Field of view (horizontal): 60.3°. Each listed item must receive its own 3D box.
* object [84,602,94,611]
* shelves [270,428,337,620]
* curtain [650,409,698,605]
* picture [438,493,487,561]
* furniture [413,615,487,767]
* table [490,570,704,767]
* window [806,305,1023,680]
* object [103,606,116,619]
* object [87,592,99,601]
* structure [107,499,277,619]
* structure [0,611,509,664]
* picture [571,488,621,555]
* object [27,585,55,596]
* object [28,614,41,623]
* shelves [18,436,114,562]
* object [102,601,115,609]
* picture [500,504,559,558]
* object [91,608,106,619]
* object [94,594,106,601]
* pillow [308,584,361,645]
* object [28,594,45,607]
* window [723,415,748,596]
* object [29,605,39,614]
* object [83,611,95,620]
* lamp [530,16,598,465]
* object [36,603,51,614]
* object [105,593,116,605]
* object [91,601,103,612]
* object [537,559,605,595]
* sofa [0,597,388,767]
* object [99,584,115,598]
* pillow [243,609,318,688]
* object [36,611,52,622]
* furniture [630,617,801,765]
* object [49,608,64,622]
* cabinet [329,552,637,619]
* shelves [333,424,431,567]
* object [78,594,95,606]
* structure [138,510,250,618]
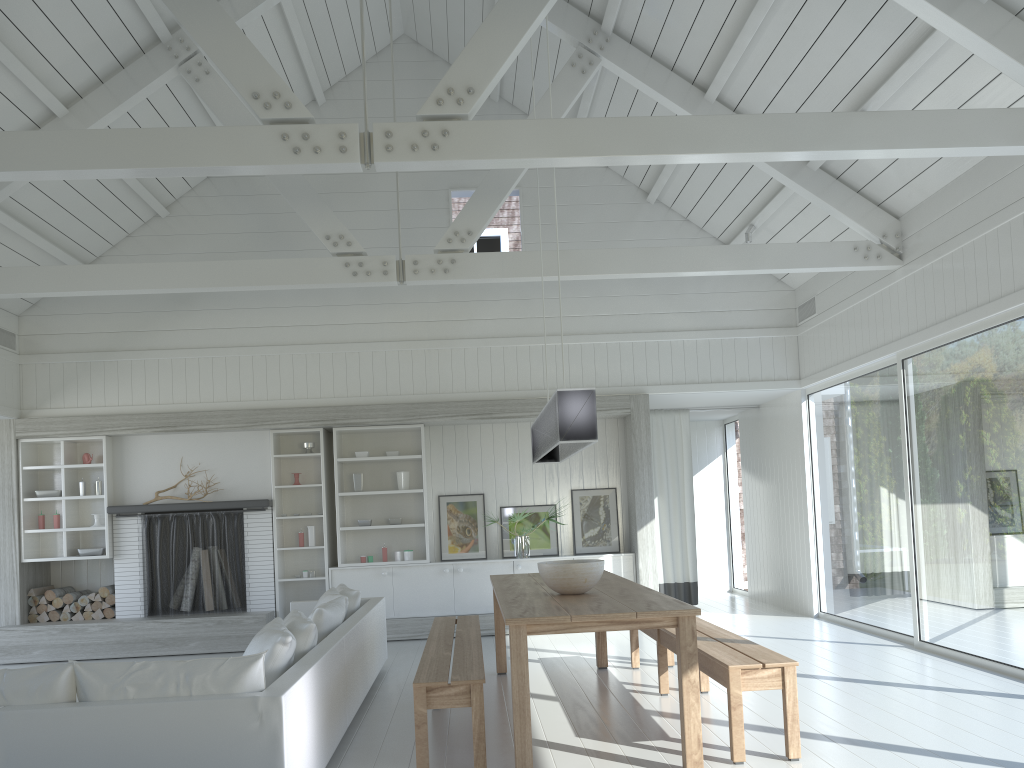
[{"bbox_3d":[-4.322,2.303,9.183,0.080,0.079,0.482,-2,-8,-5],"label":"object"},{"bbox_3d":[-2.198,1.503,9.373,0.540,1.991,0.608,-2,-3,-3],"label":"shelves"},{"bbox_3d":[1.705,1.483,10.567,1.006,2.360,0.117,-2,-2,-3],"label":"curtain"},{"bbox_3d":[-0.527,1.531,9.415,0.494,0.701,0.066,-2,-2,-3],"label":"picture"},{"bbox_3d":[-0.350,1.827,5.456,0.340,0.468,2.702,-2,-8,-3],"label":"furniture"},{"bbox_3d":[0.366,1.654,5.503,0.905,0.758,2.972,-2,-8,-3],"label":"table"},{"bbox_3d":[3.431,0.453,3.912,0.080,2.404,11.017,-3,-8,-3],"label":"window"},{"bbox_3d":[-4.115,2.367,9.205,0.110,0.110,0.498,-2,-8,-5],"label":"object"},{"bbox_3d":[-4.292,2.196,9.189,0.086,0.091,0.483,-2,-8,-5],"label":"object"},{"bbox_3d":[-3.259,1.898,9.289,1.616,1.281,0.865,-2,-4,-3],"label":"structure"},{"bbox_3d":[-1.878,2.557,9.631,6.347,0.345,1.897,-2,-8,-3],"label":"structure"},{"bbox_3d":[0.901,1.476,9.488,0.494,0.701,0.066,-2,-2,-3],"label":"picture"},{"bbox_3d":[-4.887,2.146,9.161,0.080,0.079,0.482,-2,-8,-5],"label":"object"},{"bbox_3d":[-4.862,2.417,9.173,0.108,0.105,0.519,-2,-8,-5],"label":"object"},{"bbox_3d":[-4.525,1.195,9.141,0.865,1.234,0.552,-2,-3,-3],"label":"shelves"},{"bbox_3d":[-4.144,2.284,9.199,0.080,0.079,0.482,-2,-8,-5],"label":"object"},{"bbox_3d":[0.188,1.580,9.459,0.609,0.551,0.054,-2,-2,-3],"label":"picture"},{"bbox_3d":[-4.218,2.389,9.214,0.134,0.146,0.552,-2,-8,-3],"label":"object"},{"bbox_3d":[-4.228,2.204,9.192,0.080,0.079,0.482,-2,-8,-5],"label":"object"},{"bbox_3d":[-1.308,1.743,6.341,0.462,0.474,2.075,-2,-8,-11],"label":"pillow"},{"bbox_3d":[-4.867,2.237,9.172,0.109,0.109,0.498,-2,-8,-5],"label":"object"},{"bbox_3d":[3.065,1.646,11.939,0.037,2.417,0.951,-3,-3,-3],"label":"window"},{"bbox_3d":[-4.864,2.324,9.156,0.080,0.079,0.482,-2,-8,-5],"label":"object"},{"bbox_3d":[-4.319,2.397,9.201,0.108,0.105,0.519,-2,-8,-5],"label":"object"},{"bbox_3d":[0.201,-1.665,5.570,0.200,4.224,1.917,-3,-3,-3],"label":"lamp"},{"bbox_3d":[-4.779,2.318,9.173,0.109,0.109,0.498,-2,-8,-5],"label":"object"},{"bbox_3d":[-4.100,2.232,9.210,0.109,0.109,0.498,-2,-8,-5],"label":"object"},{"bbox_3d":[-4.237,2.297,9.201,0.109,0.109,0.498,-2,-8,-5],"label":"object"},{"bbox_3d":[0.345,1.120,5.096,0.389,0.184,0.393,-1,-7,-12],"label":"object"},{"bbox_3d":[-2.704,1.776,5.343,3.475,0.734,4.167,-2,-8,-3],"label":"sofa"},{"bbox_3d":[-4.167,2.155,9.210,0.110,0.110,0.498,-2,-8,-5],"label":"object"},{"bbox_3d":[-1.265,1.497,4.678,0.465,0.475,1.329,-2,-8,-12],"label":"pillow"},{"bbox_3d":[-4.760,2.409,9.187,0.134,0.146,0.552,-2,-8,-3],"label":"object"},{"bbox_3d":[1.145,1.769,5.532,0.340,0.468,2.702,-2,-8,-3],"label":"furniture"},{"bbox_3d":[-4.657,2.388,9.177,0.110,0.110,0.498,-2,-8,-5],"label":"object"},{"bbox_3d":[-0.299,2.148,9.418,3.180,0.548,0.658,-2,-6,-3],"label":"cabinet"},{"bbox_3d":[-1.369,1.196,9.426,0.938,1.437,0.608,-2,-3,-3],"label":"shelves"},{"bbox_3d":[-4.371,2.239,9.196,0.109,0.109,0.498,-2,-8,-5],"label":"object"},{"bbox_3d":[-3.242,1.823,8.935,1.097,1.059,0.117,-2,-2,-3],"label":"structure"}]
